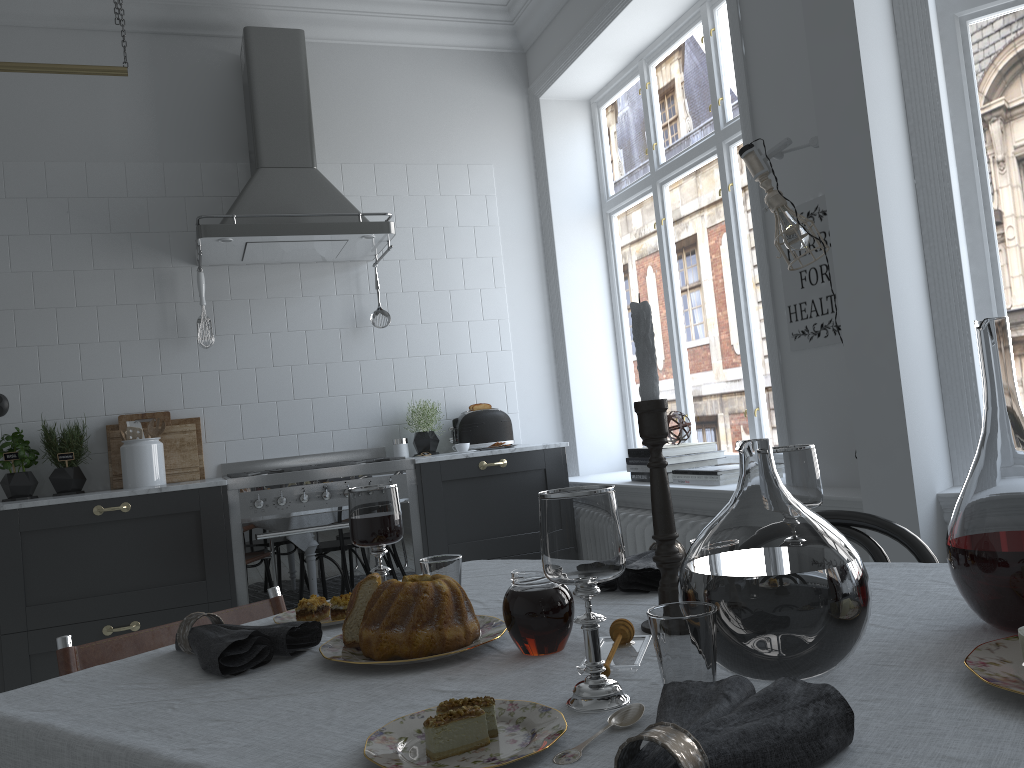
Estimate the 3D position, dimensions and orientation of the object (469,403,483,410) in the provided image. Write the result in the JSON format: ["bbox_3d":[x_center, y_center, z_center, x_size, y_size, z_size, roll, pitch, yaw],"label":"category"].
[{"bbox_3d":[-0.167,0.153,4.503,0.107,0.110,0.010,-5,-3,-15],"label":"object"}]

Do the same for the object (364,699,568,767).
[{"bbox_3d":[-0.041,0.321,0.801,0.182,0.013,0.182,-6,-3,-5],"label":"object"}]

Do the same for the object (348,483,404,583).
[{"bbox_3d":[-0.208,0.267,1.386,0.083,0.215,0.083,-5,-3,-15],"label":"object"}]

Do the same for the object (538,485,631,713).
[{"bbox_3d":[0.076,0.214,0.892,0.083,0.215,0.083,-5,-3,-15],"label":"object"}]

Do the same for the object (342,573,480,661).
[{"bbox_3d":[-0.141,0.308,1.189,0.191,0.105,0.164,-6,-3,-1],"label":"object"}]

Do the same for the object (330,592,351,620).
[{"bbox_3d":[-0.273,0.365,1.458,0.036,0.039,0.051,-7,-3,20],"label":"object"}]

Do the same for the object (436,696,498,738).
[{"bbox_3d":[-0.042,0.310,0.822,0.057,0.037,0.021,-6,-3,-2],"label":"object"}]

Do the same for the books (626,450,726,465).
[{"bbox_3d":[0.697,0.317,3.802,0.287,0.031,0.351,-5,-3,-20],"label":"books"}]

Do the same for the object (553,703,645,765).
[{"bbox_3d":[0.080,0.308,0.785,0.031,0.012,0.131,-8,-4,37],"label":"object"}]

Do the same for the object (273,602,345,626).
[{"bbox_3d":[-0.299,0.381,1.462,0.182,0.013,0.182,-5,-3,-20],"label":"object"}]

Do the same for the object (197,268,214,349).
[{"bbox_3d":[-1.419,-0.350,4.075,0.074,0.381,0.076,-4,-4,-39],"label":"object"}]

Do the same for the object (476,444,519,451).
[{"bbox_3d":[-0.071,0.302,4.200,0.209,0.011,0.209,-7,-3,18],"label":"object"}]

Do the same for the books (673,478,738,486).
[{"bbox_3d":[0.822,0.367,3.447,0.254,0.019,0.343,-5,-3,-20],"label":"books"}]

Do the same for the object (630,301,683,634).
[{"bbox_3d":[0.192,0.104,1.174,0.089,0.432,0.089,-6,-3,2],"label":"object"}]

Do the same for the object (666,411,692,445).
[{"bbox_3d":[0.705,0.190,3.842,0.147,0.148,0.147,-4,-3,-29],"label":"object"}]

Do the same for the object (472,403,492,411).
[{"bbox_3d":[-0.147,0.152,4.428,0.107,0.110,0.010,-5,-3,-15],"label":"object"}]

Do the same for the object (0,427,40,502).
[{"bbox_3d":[-2.109,0.339,3.764,0.172,0.311,0.179,-5,-3,-9],"label":"object"}]

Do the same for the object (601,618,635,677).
[{"bbox_3d":[0.119,0.304,1.032,0.031,0.031,0.167,-7,-3,15],"label":"object"}]

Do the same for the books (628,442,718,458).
[{"bbox_3d":[0.685,0.284,3.814,0.259,0.038,0.325,-5,-3,-18],"label":"books"}]

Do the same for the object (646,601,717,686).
[{"bbox_3d":[0.166,0.261,0.843,0.066,0.094,0.066,-4,-3,-31],"label":"object"}]

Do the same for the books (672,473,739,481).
[{"bbox_3d":[0.820,0.349,3.454,0.254,0.019,0.337,-5,-3,-22],"label":"books"}]

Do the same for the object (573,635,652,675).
[{"bbox_3d":[0.124,0.318,1.051,0.075,0.009,0.150,-7,-3,15],"label":"object"}]

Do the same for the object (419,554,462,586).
[{"bbox_3d":[-0.106,0.315,1.369,0.066,0.094,0.066,-4,-3,-31],"label":"object"}]

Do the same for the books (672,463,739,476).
[{"bbox_3d":[0.827,0.331,3.455,0.274,0.016,0.341,-5,-3,-19],"label":"books"}]

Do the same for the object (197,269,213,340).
[{"bbox_3d":[-1.434,-0.371,4.107,0.066,0.332,0.024,-5,-3,-15],"label":"object"}]

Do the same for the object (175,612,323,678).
[{"bbox_3d":[-0.415,0.359,1.233,0.247,0.061,0.165,-7,-3,19],"label":"object"}]

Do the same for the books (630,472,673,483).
[{"bbox_3d":[0.701,0.385,3.798,0.259,0.044,0.351,-5,-3,-18],"label":"books"}]

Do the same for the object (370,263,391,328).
[{"bbox_3d":[-0.660,-0.437,4.380,0.101,0.331,0.030,-5,-3,-10],"label":"object"}]

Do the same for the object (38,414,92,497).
[{"bbox_3d":[-1.925,0.294,3.819,0.186,0.367,0.196,-7,-3,25],"label":"object"}]

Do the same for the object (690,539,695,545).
[{"bbox_3d":[0.293,0.269,1.268,0.066,0.094,0.066,-4,-3,-31],"label":"object"}]

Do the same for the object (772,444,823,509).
[{"bbox_3d":[0.412,0.199,1.289,0.083,0.215,0.083,-5,-3,-15],"label":"object"}]

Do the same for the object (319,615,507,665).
[{"bbox_3d":[-0.130,0.349,1.196,0.251,0.018,0.251,-5,-3,-20],"label":"object"}]

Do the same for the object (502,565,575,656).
[{"bbox_3d":[0.033,0.284,1.117,0.091,0.101,0.091,-7,-3,25],"label":"object"}]

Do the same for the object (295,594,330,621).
[{"bbox_3d":[-0.329,0.369,1.462,0.038,0.041,0.057,-7,-3,13],"label":"object"}]

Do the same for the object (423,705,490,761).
[{"bbox_3d":[-0.049,0.309,0.790,0.057,0.037,0.021,-4,-3,-30],"label":"object"}]

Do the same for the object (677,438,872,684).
[{"bbox_3d":[0.269,0.180,0.932,0.194,0.245,0.194,-4,-4,-37],"label":"object"}]

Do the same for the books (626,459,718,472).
[{"bbox_3d":[0.685,0.349,3.808,0.259,0.031,0.328,-5,-3,-22],"label":"books"}]
